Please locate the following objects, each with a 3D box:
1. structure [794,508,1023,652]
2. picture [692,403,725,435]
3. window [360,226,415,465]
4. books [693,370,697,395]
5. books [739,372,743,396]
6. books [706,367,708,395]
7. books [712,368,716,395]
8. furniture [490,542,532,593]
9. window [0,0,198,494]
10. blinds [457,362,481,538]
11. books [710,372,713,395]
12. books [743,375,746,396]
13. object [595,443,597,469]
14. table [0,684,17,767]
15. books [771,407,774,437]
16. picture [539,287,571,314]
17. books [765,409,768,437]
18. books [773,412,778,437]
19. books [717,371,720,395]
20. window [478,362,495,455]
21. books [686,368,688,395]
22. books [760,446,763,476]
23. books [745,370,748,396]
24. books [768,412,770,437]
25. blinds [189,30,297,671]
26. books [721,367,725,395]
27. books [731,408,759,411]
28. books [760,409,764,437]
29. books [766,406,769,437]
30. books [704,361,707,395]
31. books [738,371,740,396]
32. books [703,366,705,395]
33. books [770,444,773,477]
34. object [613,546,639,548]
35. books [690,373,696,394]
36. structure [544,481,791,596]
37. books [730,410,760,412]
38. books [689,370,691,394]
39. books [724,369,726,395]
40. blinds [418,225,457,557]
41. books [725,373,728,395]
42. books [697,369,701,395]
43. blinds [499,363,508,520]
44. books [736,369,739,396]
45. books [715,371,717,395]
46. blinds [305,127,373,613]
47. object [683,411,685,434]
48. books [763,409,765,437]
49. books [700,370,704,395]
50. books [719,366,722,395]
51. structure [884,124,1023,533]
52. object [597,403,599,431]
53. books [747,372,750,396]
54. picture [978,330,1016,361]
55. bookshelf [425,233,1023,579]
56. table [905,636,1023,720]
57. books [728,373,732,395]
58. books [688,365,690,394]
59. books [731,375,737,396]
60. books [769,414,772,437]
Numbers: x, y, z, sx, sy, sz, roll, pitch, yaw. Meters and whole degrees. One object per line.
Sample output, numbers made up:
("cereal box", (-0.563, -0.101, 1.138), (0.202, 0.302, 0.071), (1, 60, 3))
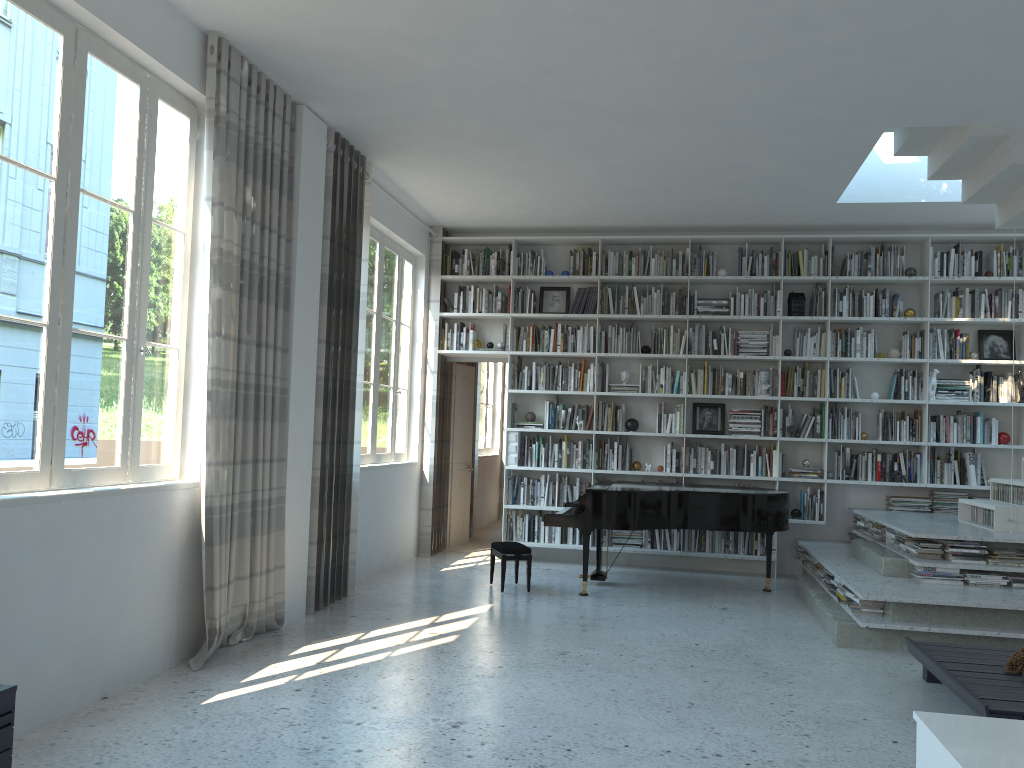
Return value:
("structure", (3.656, 1.399, 6.527), (2.899, 0.659, 3.114), (1, -3, 11))
("picture", (1.866, 0.330, 8.416), (0.300, 0.299, 0.077), (2, -3, 11))
("window", (-1.148, -0.305, 7.619), (0.073, 2.008, 1.984), (2, -3, 11))
("books", (1.735, -0.011, 8.404), (0.042, 0.242, 0.162), (2, -3, 11))
("books", (2.143, 0.008, 8.310), (0.029, 0.224, 0.185), (2, -3, 11))
("books", (1.836, -0.022, 8.357), (0.015, 0.266, 0.189), (2, -3, 11))
("books", (1.909, -0.014, 8.388), (0.028, 0.259, 0.134), (2, -3, 11))
("furniture", (-0.014, 1.433, 7.003), (0.240, 0.353, 0.467), (3, -3, -14))
("window", (-15.352, -7.698, 16.134), (32.801, 18.530, 18.543), (1, -3, 15))
("blinds", (-0.513, 0.151, 10.149), (0.140, 3.229, 0.776), (2, -2, 11))
("books", (1.881, 0.000, 8.386), (0.024, 0.228, 0.147), (2, -3, 11))
("books", (2.172, 0.020, 8.306), (0.029, 0.200, 0.178), (2, -3, 11))
("object", (0.815, 0.693, 8.547), (0.012, 0.254, 0.161), (2, -3, 11))
("table", (-1.854, 1.087, 2.288), (0.523, 0.415, 0.926), (2, -3, 11))
("books", (2.420, 0.355, 8.249), (0.011, 0.279, 0.186), (2, -3, 11))
("picture", (0.419, -0.811, 8.741), (0.300, 0.299, 0.077), (2, -3, 11))
("books", (2.367, 0.366, 8.272), (0.013, 0.256, 0.163), (2, -3, 11))
("books", (2.439, 0.380, 8.234), (0.034, 0.229, 0.199), (2, -3, 11))
("books", (1.944, -0.002, 8.367), (0.025, 0.236, 0.137), (2, -3, 11))
("window", (-0.422, -0.065, 11.515), (0.073, 2.008, 1.984), (2, -3, 11))
("books", (1.665, -0.018, 8.423), (0.012, 0.254, 0.161), (2, -3, 11))
("books", (2.324, 0.717, 8.273), (0.010, 0.284, 0.132), (2, -3, 11))
("books", (2.191, -0.002, 8.293), (0.012, 0.245, 0.186), (2, -3, 11))
("books", (2.391, 0.378, 8.273), (0.013, 0.232, 0.134), (2, -3, 11))
("blinds", (-1.479, -0.188, 4.942), (0.183, 3.259, 1.026), (2, -3, 10))
("books", (1.979, -0.018, 8.339), (0.028, 0.267, 0.190), (2, -3, 11))
("books", (2.183, 0.241, 8.305), (0.254, 0.012, 0.161), (1, -3, 15))
("books", (2.331, 0.365, 8.270), (0.012, 0.254, 0.161), (2, -3, 11))
("books", (2.379, 0.350, 8.270), (0.011, 0.288, 0.152), (2, -3, 11))
("books", (1.823, -0.048, 8.361), (0.014, 0.317, 0.188), (2, -3, 11))
("books", (2.127, 0.003, 8.325), (0.010, 0.234, 0.175), (2, -3, 11))
("books", (1.819, -0.029, 8.405), (0.010, 0.284, 0.136), (2, -3, 11))
("books", (2.411, 0.710, 8.248), (0.011, 0.300, 0.149), (2, -3, 11))
("object", (1.099, 1.546, 8.446), (0.254, 0.007, 0.161), (1, -3, 14))
("books", (1.714, 0.005, 8.395), (0.053, 0.208, 0.156), (2, -3, 11))
("structure", (1.302, 1.263, 7.284), (1.918, 0.832, 1.335), (1, -3, 11))
("books", (2.183, 0.254, 8.307), (0.254, 0.012, 0.161), (2, -3, 8))
("books", (1.687, -0.008, 8.427), (0.011, 0.235, 0.142), (2, -3, 11))
("books", (2.003, -0.008, 8.362), (0.011, 0.251, 0.130), (2, -3, 11))
("blinds", (-0.729, 0.080, 8.992), (0.140, 3.229, 0.776), (2, -2, 11))
("books", (2.017, 0.009, 8.345), (0.024, 0.216, 0.175), (2, -3, 11))
("books", (1.770, -0.012, 8.407), (0.026, 0.248, 0.139), (2, -3, 11))
("blinds", (-0.001, 0.320, 12.891), (0.140, 3.229, 0.776), (2, -2, 11))
("books", (2.116, -0.009, 8.331), (0.014, 0.258, 0.161), (2, -3, 11))
("books", (1.924, 0.001, 8.363), (0.012, 0.227, 0.169), (2, -3, 11))
("blinds", (-1.240, -0.089, 6.250), (0.140, 3.229, 0.776), (2, -2, 11))
("object", (1.631, 0.368, 8.427), (0.017, 0.216, 0.103), (2, -3, 11))
("books", (2.343, 0.362, 8.265), (0.011, 0.260, 0.184), (2, -3, 11))
("books", (1.796, -0.008, 8.396), (0.029, 0.240, 0.156), (2, -3, 11))
("books", (1.962, -0.026, 8.358), (0.013, 0.283, 0.177), (2, -3, 11))
("structure", (3.780, -0.311, 6.199), (2.613, 3.380, 1.955), (2, -3, 11))
("object", (0.842, 0.321, 8.572), (0.012, 0.270, 0.130), (2, -3, 11))
("books", (2.215, 0.008, 8.325), (0.025, 0.230, 0.143), (2, -3, 11))
("picture", (4.364, -0.339, 7.982), (0.300, 0.299, 0.077), (2, -3, 11))
("bookshelf", (2.249, 0.210, 8.234), (6.296, 3.141, 0.330), (1, -2, 11))
("table", (2.610, 1.438, 4.016), (1.269, 0.218, 1.258), (1, -3, 11))
("books", (2.044, 0.011, 8.341), (0.030, 0.214, 0.168), (2, -3, 11))
("books", (1.678, -0.031, 8.431), (0.010, 0.282, 0.140), (2, -3, 11))
("books", (2.086, 0.020, 8.345), (0.050, 0.199, 0.146), (2, -3, 11))
("books", (2.407, 0.386, 8.268), (0.021, 0.217, 0.132), (2, -3, 11))
